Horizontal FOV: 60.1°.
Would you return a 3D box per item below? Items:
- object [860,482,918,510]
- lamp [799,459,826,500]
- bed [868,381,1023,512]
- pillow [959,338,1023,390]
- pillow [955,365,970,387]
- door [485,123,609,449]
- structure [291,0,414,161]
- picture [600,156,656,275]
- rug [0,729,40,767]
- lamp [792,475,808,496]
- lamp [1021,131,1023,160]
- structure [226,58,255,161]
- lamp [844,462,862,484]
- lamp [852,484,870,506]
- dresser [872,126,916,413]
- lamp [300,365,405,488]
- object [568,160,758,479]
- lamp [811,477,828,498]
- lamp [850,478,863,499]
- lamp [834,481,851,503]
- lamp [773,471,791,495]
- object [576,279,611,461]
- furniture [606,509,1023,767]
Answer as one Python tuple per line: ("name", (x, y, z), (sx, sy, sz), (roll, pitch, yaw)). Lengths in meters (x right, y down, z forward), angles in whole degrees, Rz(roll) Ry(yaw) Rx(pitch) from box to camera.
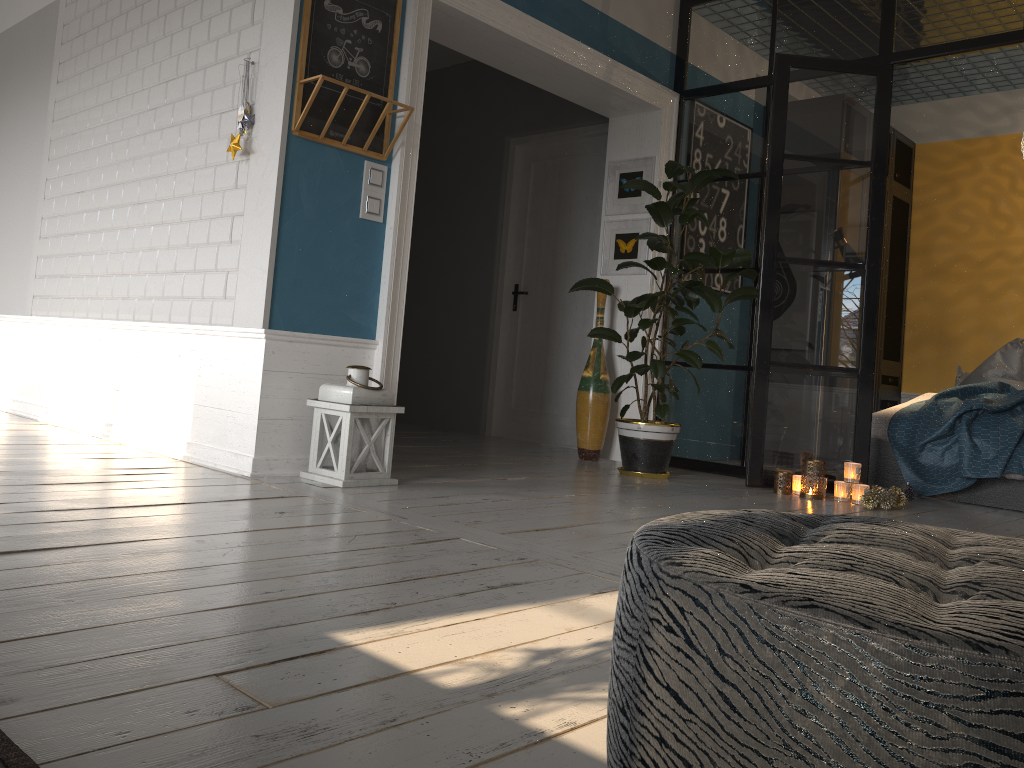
("object", (1.886, 0.553, 4.406), (0.192, 0.118, 0.714), (5, 1, 32))
("lamp", (1.501, 0.477, 4.419), (0.115, 0.187, 0.114), (3, -3, 42))
("bed", (3.380, 0.325, 5.250), (1.901, 0.772, 2.314), (5, 1, 43))
("pillow", (3.284, -0.016, 5.968), (0.497, 0.600, 0.784), (6, -1, -41))
("pillow", (3.561, 0.100, 6.270), (0.756, 0.457, 0.512), (5, -1, 15))
("door", (0.330, -0.717, 6.531), (1.039, 2.314, 0.177), (3, -4, 43))
("structure", (-0.646, -1.398, 3.786), (0.185, 0.778, 0.493), (2, -3, 43))
("picture", (0.086, -1.116, 4.970), (0.359, 0.755, 1.938), (3, -1, 43))
("rug", (-1.010, 0.415, 0.259), (2.532, 0.034, 1.763), (6, 1, 43))
("lamp", (1.469, 0.518, 4.509), (0.080, 0.099, 0.080), (5, -1, -7))
("lamp", (3.517, -1.739, 5.474), (0.616, 1.099, 0.615), (5, -2, -6))
("structure", (-1.149, -1.168, 3.774), (0.134, 0.449, 0.077), (3, -3, 31))
("lamp", (1.672, 0.438, 4.348), (0.080, 0.099, 0.080), (5, -1, -7))
("lamp", (1.696, 0.540, 4.310), (0.080, 0.099, 0.080), (5, -1, -7))
("dresser", (2.484, -0.711, 6.828), (0.638, 2.625, 1.426), (2, -3, 43))
("lamp", (-0.653, 0.162, 3.662), (0.287, 0.479, 0.285), (3, -3, 42))
("object", (2.058, -0.273, 3.892), (3.904, 1.799, 1.007), (5, -1, 43))
("lamp", (1.561, 0.525, 4.503), (0.080, 0.099, 0.080), (5, -1, -7))
("lamp", (1.767, 0.538, 4.569), (0.081, 0.107, 0.080), (3, -2, 43))
("lamp", (1.634, 0.534, 4.377), (0.080, 0.099, 0.080), (5, -1, -7))
("lamp", (1.378, 0.506, 4.509), (0.084, 0.111, 0.084), (4, -2, 19))
("object", (0.521, -0.091, 5.481), (0.216, 1.127, 0.215), (3, -4, 37))
("furniture", (0.478, 0.361, 0.987), (0.736, 0.358, 0.733), (5, 0, 30))
